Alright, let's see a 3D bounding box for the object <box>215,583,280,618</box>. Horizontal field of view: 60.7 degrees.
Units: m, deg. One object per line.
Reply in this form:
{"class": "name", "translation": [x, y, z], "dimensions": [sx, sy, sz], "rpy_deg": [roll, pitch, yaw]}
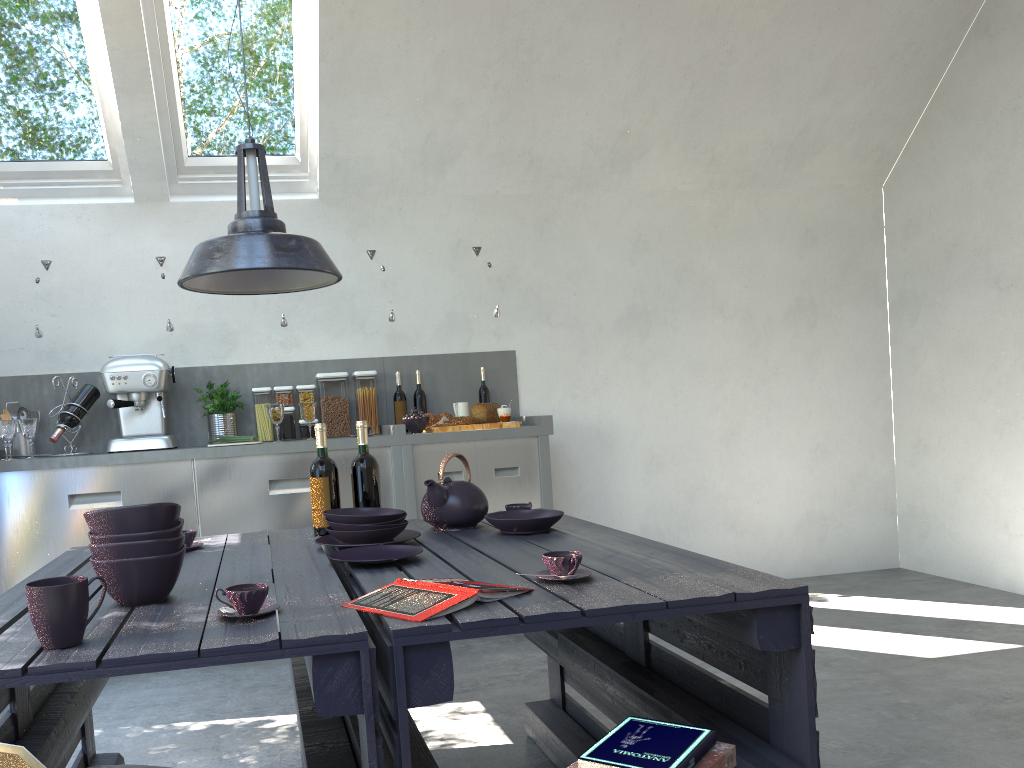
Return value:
{"class": "object", "translation": [-0.495, 0.405, 1.640], "dimensions": [0.111, 0.056, 0.122], "rpy_deg": [-3, -1, -26]}

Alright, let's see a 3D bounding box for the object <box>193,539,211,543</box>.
{"class": "object", "translation": [-0.971, 0.479, 2.628], "dimensions": [0.124, 0.013, 0.029], "rpy_deg": [-2, -1, -36]}

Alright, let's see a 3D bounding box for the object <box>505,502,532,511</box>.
{"class": "object", "translation": [0.020, 0.403, 2.747], "dimensions": [0.112, 0.056, 0.121], "rpy_deg": [-3, -1, -21]}

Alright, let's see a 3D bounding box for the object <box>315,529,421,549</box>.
{"class": "object", "translation": [-0.400, 0.437, 2.434], "dimensions": [0.308, 0.024, 0.283], "rpy_deg": [-4, -2, 18]}

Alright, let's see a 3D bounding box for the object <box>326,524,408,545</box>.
{"class": "object", "translation": [-0.401, 0.416, 2.431], "dimensions": [0.242, 0.047, 0.217], "rpy_deg": [-4, -2, 27]}

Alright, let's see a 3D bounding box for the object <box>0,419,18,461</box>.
{"class": "object", "translation": [-2.369, 0.265, 4.120], "dimensions": [0.095, 0.192, 0.102], "rpy_deg": [-4, 2, -19]}

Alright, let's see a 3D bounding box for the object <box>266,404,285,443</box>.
{"class": "object", "translation": [-1.161, 0.195, 4.321], "dimensions": [0.104, 0.192, 0.092], "rpy_deg": [-2, 2, 36]}

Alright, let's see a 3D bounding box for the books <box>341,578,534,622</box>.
{"class": "books", "translation": [-0.142, 0.398, 1.682], "dimensions": [0.237, 0.030, 0.285], "rpy_deg": [-5, -2, 45]}

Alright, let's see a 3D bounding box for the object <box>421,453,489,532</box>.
{"class": "object", "translation": [-0.180, 0.331, 2.699], "dimensions": [0.208, 0.233, 0.223], "rpy_deg": [-4, 1, -11]}

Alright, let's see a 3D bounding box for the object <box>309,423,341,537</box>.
{"class": "object", "translation": [-0.578, 0.293, 2.696], "dimensions": [0.096, 0.346, 0.086], "rpy_deg": [-2, 3, 25]}

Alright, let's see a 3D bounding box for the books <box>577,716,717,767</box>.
{"class": "books", "translation": [0.209, 0.562, 1.337], "dimensions": [0.152, 0.025, 0.192], "rpy_deg": [-5, -2, 33]}

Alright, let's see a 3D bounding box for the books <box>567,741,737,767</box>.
{"class": "books", "translation": [0.207, 0.590, 1.336], "dimensions": [0.186, 0.032, 0.238], "rpy_deg": [-5, -2, 38]}

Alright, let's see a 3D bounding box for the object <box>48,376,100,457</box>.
{"class": "object", "translation": [-2.224, 0.158, 4.350], "dimensions": [0.242, 0.395, 0.319], "rpy_deg": [-3, 1, 15]}

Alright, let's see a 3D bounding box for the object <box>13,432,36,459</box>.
{"class": "object", "translation": [-2.485, 0.310, 4.454], "dimensions": [0.113, 0.132, 0.101], "rpy_deg": [-3, 1, 28]}

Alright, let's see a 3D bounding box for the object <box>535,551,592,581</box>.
{"class": "object", "translation": [0.104, 0.372, 1.790], "dimensions": [0.115, 0.056, 0.117], "rpy_deg": [-3, -1, -6]}

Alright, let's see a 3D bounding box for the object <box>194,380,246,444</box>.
{"class": "object", "translation": [-1.531, 0.151, 4.583], "dimensions": [0.264, 0.343, 0.234], "rpy_deg": [-3, 2, 30]}

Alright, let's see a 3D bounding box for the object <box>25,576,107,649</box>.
{"class": "object", "translation": [-0.762, 0.391, 1.503], "dimensions": [0.124, 0.110, 0.105], "rpy_deg": [-4, 1, -21]}

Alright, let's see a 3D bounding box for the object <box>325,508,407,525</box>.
{"class": "object", "translation": [-0.404, 0.388, 2.433], "dimensions": [0.226, 0.063, 0.232], "rpy_deg": [-3, -1, -9]}

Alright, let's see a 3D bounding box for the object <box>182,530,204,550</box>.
{"class": "object", "translation": [-0.972, 0.461, 2.585], "dimensions": [0.111, 0.056, 0.122], "rpy_deg": [-3, -1, -26]}

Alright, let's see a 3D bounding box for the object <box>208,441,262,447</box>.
{"class": "object", "translation": [-1.380, 0.297, 4.352], "dimensions": [0.255, 0.012, 0.186], "rpy_deg": [-3, -2, -15]}

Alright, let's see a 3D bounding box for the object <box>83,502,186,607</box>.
{"class": "object", "translation": [-0.787, 0.353, 1.845], "dimensions": [0.189, 0.215, 0.219], "rpy_deg": [-4, 1, -12]}

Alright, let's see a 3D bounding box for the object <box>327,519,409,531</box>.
{"class": "object", "translation": [-0.400, 0.400, 2.430], "dimensions": [0.225, 0.063, 0.232], "rpy_deg": [-3, -1, -9]}

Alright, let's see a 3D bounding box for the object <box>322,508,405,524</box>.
{"class": "object", "translation": [-0.410, 0.376, 2.428], "dimensions": [0.223, 0.058, 0.235], "rpy_deg": [-3, -1, -13]}

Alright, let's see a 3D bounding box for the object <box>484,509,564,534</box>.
{"class": "object", "translation": [0.036, 0.397, 2.516], "dimensions": [0.242, 0.047, 0.217], "rpy_deg": [-4, -2, 27]}

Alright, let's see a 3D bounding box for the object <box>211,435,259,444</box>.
{"class": "object", "translation": [-1.401, 0.275, 4.346], "dimensions": [0.280, 0.053, 0.140], "rpy_deg": [-4, -1, 5]}

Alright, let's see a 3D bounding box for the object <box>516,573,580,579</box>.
{"class": "object", "translation": [0.072, 0.390, 1.768], "dimensions": [0.136, 0.013, 0.027], "rpy_deg": [-4, -1, 16]}

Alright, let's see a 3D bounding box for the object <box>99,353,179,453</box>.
{"class": "object", "translation": [-1.874, 0.089, 4.415], "dimensions": [0.349, 0.502, 0.439], "rpy_deg": [-4, 1, -14]}

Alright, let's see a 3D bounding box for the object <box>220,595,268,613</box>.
{"class": "object", "translation": [-0.516, 0.424, 1.680], "dimensions": [0.029, 0.013, 0.126], "rpy_deg": [-4, -2, 21]}

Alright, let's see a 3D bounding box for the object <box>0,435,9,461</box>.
{"class": "object", "translation": [-2.458, 0.274, 4.243], "dimensions": [0.092, 0.192, 0.104], "rpy_deg": [-5, 3, -42]}

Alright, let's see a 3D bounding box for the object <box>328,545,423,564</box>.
{"class": "object", "translation": [-0.336, 0.425, 2.160], "dimensions": [0.231, 0.019, 0.238], "rpy_deg": [-3, -2, -9]}

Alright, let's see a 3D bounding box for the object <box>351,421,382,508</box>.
{"class": "object", "translation": [-0.456, 0.287, 2.726], "dimensions": [0.095, 0.346, 0.087], "rpy_deg": [-2, 3, 20]}

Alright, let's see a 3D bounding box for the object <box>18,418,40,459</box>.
{"class": "object", "translation": [-2.313, 0.264, 4.201], "dimensions": [0.101, 0.192, 0.096], "rpy_deg": [-3, 2, 10]}
